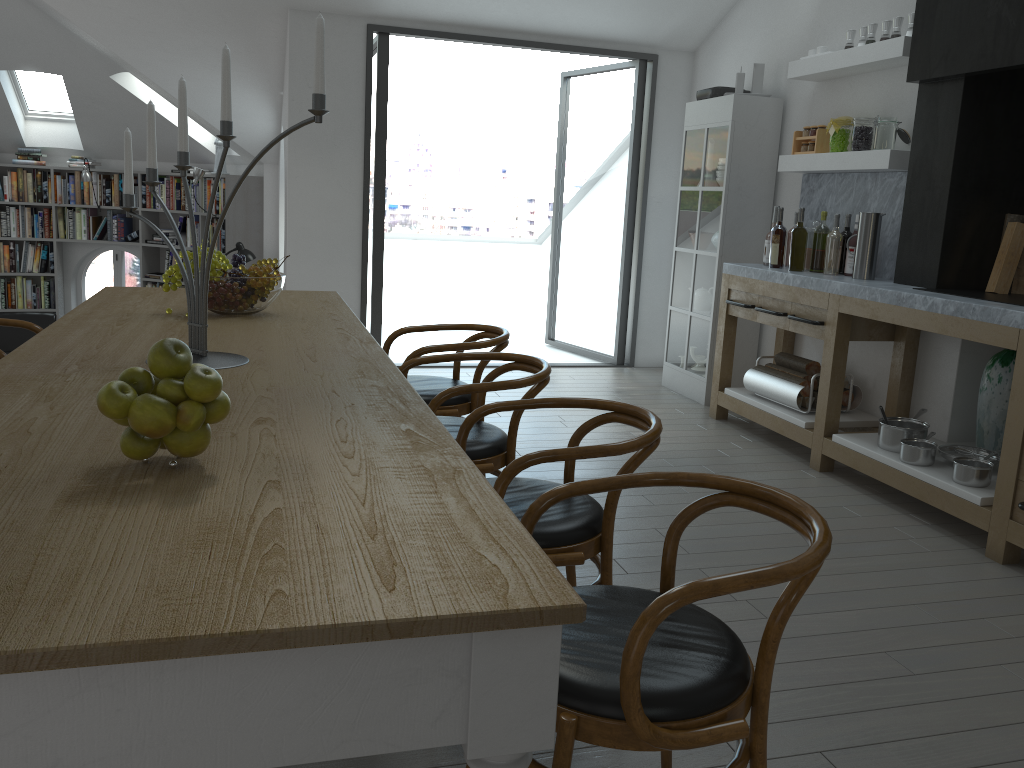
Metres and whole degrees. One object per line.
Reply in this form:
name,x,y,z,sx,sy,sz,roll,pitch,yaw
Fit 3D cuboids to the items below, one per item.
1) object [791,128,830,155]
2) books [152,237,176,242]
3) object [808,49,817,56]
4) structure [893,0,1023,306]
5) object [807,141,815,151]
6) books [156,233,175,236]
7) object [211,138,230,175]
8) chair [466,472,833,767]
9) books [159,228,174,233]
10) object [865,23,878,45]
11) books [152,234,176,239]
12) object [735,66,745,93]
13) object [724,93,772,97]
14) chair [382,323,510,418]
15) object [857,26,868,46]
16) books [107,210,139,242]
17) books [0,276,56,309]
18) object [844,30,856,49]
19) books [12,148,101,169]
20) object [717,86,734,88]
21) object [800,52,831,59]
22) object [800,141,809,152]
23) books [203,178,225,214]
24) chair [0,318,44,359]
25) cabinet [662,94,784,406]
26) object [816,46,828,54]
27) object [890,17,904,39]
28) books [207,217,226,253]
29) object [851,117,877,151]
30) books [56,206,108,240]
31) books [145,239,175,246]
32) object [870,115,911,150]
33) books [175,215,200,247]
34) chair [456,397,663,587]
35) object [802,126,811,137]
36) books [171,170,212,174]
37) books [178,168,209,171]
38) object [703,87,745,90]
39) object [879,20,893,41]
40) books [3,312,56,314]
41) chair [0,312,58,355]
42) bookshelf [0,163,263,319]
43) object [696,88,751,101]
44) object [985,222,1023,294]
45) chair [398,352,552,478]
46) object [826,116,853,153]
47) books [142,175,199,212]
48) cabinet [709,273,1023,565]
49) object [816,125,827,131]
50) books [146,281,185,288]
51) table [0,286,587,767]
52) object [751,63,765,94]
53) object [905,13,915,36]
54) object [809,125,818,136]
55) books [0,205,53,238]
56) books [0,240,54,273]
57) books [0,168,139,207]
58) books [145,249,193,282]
object,1.759,-1.408,5.178,0.120,0.145,0.238,0,12,-16
books,-3.756,-1.594,9.765,0.286,0.031,0.270,7,12,18
object,1.758,-1.907,5.151,0.057,0.060,0.058,0,11,-17
structure,2.343,-1.310,3.809,0.780,1.875,1.081,0,11,-16
object,1.759,-1.385,5.184,0.058,0.075,0.059,4,11,6
books,-3.752,-1.655,9.755,0.227,0.036,0.214,11,14,33
object,-2.963,-2.363,9.008,0.179,0.470,0.180,2,10,-7
chair,0.258,0.585,1.706,0.621,0.731,0.530,-1,11,-20
books,-3.751,-1.686,9.749,0.269,0.031,0.287,-6,15,-36
object,1.884,-1.825,4.646,0.064,0.123,0.068,-1,11,-23
books,-3.754,-1.624,9.760,0.286,0.031,0.270,11,14,33
object,1.461,-1.936,5.680,0.054,0.195,0.054,5,10,8
object,1.510,-1.843,5.689,0.295,0.024,0.151,5,12,7
chair,-0.334,0.124,3.762,0.621,0.731,0.530,0,11,-16
object,1.875,-1.843,4.731,0.064,0.123,0.068,-1,11,-23
books,-4.232,-1.743,9.798,0.399,0.339,0.225,4,11,3
books,-5.474,-1.006,9.678,1.032,0.355,0.294,-4,13,-31
object,1.844,-1.867,4.836,0.064,0.123,0.068,-1,11,-23
books,-5.684,-2.341,8.928,0.750,0.172,2.820,14,16,43
object,1.422,-1.931,5.976,0.170,0.119,0.171,0,12,-16
object,1.775,-1.870,5.084,0.113,0.024,0.296,0,12,-16
object,1.740,-1.399,5.248,0.058,0.075,0.059,4,11,6
books,-2.836,-1.878,8.902,0.293,0.360,1.018,-4,14,-34
chair,-1.986,0.126,3.330,0.621,0.731,0.530,1,11,-13
cabinet,1.406,-0.899,6.033,0.361,1.979,0.645,0,11,-17
object,1.777,-1.897,5.080,0.054,0.071,0.054,0,11,-17
object,1.941,-1.786,4.470,0.064,0.123,0.068,-1,11,-23
books,-2.851,-1.499,8.960,0.279,0.356,1.057,-3,13,-30
object,1.874,-1.329,4.736,0.120,0.182,0.121,3,11,-2
books,-5.543,-1.706,9.310,2.531,0.369,0.593,-5,14,-35
books,-3.757,-1.562,9.771,0.388,0.042,0.367,8,13,23
object,1.935,-1.281,4.534,0.207,0.177,0.104,4,11,6
books,-3.349,-1.640,9.511,0.554,0.349,0.256,9,12,29
chair,0.068,0.432,2.391,0.621,0.731,0.530,0,11,-13
object,1.745,-1.483,5.233,0.058,0.075,0.059,4,11,6
books,-3.412,-2.266,9.496,0.337,0.036,0.317,11,14,35
books,-3.410,-2.294,9.491,0.233,0.027,0.248,-8,16,-43
object,1.422,-1.922,5.978,0.238,0.119,0.239,0,12,-16
object,1.924,-1.805,4.561,0.064,0.123,0.068,-1,11,-23
books,-5.506,-0.649,9.729,1.020,0.305,0.289,-4,13,-31
chair,-4.413,-0.253,7.960,0.823,0.716,0.745,-1,12,-21
bookshelf,-4.791,-1.266,9.007,4.333,1.870,2.120,0,12,-16
object,1.421,-1.912,5.979,0.298,0.119,0.300,0,12,-16
object,2.261,-0.571,4.045,0.148,0.334,0.081,-2,11,-26
chair,-0.191,0.278,3.061,0.621,0.731,0.530,-1,11,-20
object,1.817,-1.378,4.922,0.128,0.198,0.164,-1,12,-21
books,-3.570,-2.054,9.545,0.971,0.365,0.307,9,12,26
cabinet,2.583,0.499,2.585,1.004,1.016,6.463,0,12,-16
object,1.782,-1.455,5.106,0.058,0.075,0.059,4,11,6
books,-3.648,-0.930,9.753,0.873,0.349,0.273,8,12,24
table,-0.880,0.306,2.579,1.018,0.795,3.367,0,12,-16
object,1.567,-1.934,5.663,0.072,0.210,0.071,4,10,7
object,1.972,-1.762,4.365,0.064,0.123,0.068,-1,11,-23
object,1.763,-1.469,5.169,0.058,0.075,0.059,4,11,6
books,-5.466,-1.763,9.570,1.029,0.357,0.302,-4,13,-30
books,-5.465,-1.383,9.601,0.998,0.350,0.299,-4,13,-32
books,-4.788,-2.144,9.671,1.565,0.365,0.396,1,11,-11
books,-3.557,-1.290,9.639,0.975,0.350,0.252,9,12,25
